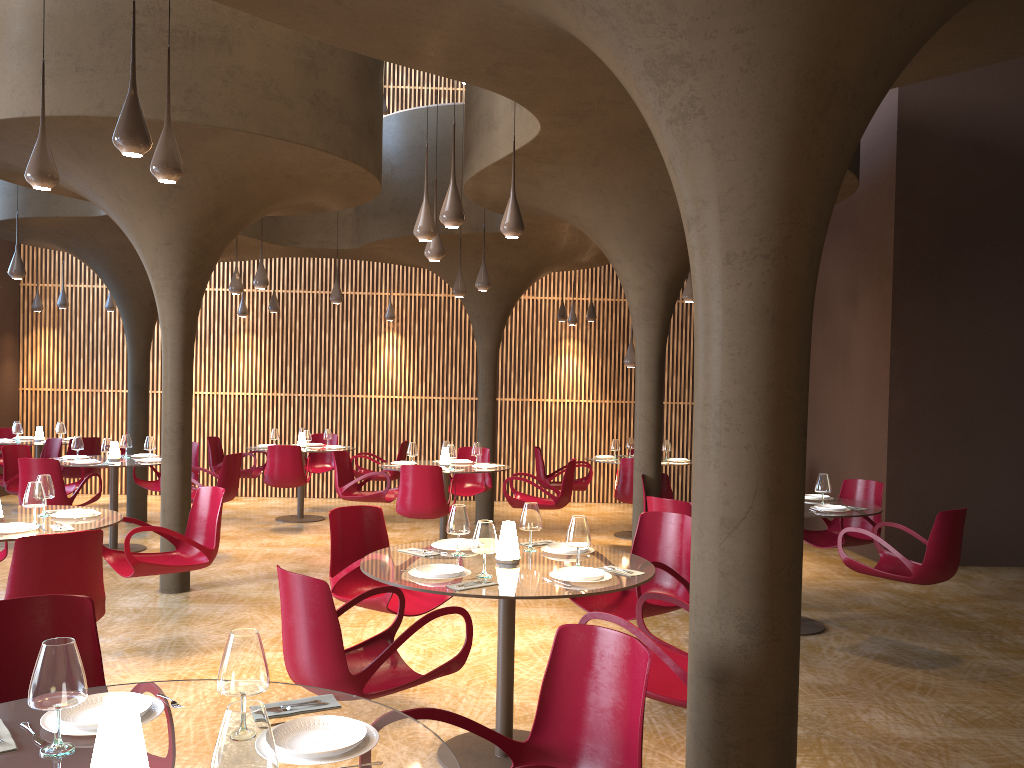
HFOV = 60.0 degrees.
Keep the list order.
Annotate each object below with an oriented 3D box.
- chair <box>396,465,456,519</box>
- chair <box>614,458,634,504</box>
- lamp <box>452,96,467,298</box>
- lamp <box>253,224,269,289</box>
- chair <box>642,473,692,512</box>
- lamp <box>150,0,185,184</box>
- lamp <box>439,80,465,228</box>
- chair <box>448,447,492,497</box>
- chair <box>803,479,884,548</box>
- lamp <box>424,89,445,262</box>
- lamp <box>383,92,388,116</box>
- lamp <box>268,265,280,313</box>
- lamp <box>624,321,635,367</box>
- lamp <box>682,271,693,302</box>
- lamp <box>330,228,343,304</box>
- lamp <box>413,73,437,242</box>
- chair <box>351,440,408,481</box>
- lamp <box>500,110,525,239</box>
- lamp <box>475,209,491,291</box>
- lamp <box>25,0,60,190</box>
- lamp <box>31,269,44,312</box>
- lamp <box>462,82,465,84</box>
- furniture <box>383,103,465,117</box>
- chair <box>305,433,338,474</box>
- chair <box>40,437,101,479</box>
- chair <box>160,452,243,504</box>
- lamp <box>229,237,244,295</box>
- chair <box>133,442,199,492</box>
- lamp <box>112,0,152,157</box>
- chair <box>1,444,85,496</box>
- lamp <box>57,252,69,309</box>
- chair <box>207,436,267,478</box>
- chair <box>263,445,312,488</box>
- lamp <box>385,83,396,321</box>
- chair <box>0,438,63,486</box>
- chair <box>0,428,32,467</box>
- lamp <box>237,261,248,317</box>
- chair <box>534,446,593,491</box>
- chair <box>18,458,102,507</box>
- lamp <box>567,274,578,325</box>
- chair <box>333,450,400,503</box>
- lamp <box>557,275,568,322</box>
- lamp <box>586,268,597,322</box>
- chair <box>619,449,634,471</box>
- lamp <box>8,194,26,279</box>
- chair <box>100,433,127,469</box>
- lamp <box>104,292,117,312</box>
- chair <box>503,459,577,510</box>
[{"bbox_3d":[-0.985,1.204,10.089,0.625,0.636,0.872,1,0,3],"label":"chair"},{"bbox_3d":[1.678,1.271,11.789,0.625,0.636,0.872,1,0,8],"label":"chair"},{"bbox_3d":[-0.627,-4.292,11.696,0.196,6.280,0.196,2,1,33],"label":"lamp"},{"bbox_3d":[-3.119,-4.349,11.192,0.196,6.280,0.196,2,1,33],"label":"lamp"},{"bbox_3d":[1.738,1.258,9.036,0.625,0.636,0.872,1,0,-45],"label":"chair"},{"bbox_3d":[-2.008,-4.357,5.273,0.196,6.280,0.196,1,1,3],"label":"lamp"},{"bbox_3d":[-0.379,-4.314,6.580,0.196,6.280,0.196,1,1,-17],"label":"lamp"},{"bbox_3d":[-0.602,1.225,12.412,0.625,0.636,0.872,1,0,8],"label":"chair"},{"bbox_3d":[3.281,1.290,8.829,0.873,0.636,0.624,1,0,-35],"label":"chair"},{"bbox_3d":[-0.670,-4.311,8.368,0.196,6.280,0.196,2,1,33],"label":"lamp"},{"bbox_3d":[-2.143,-5.968,14.820,0.196,2.963,0.196,1,1,-17],"label":"lamp"},{"bbox_3d":[-3.968,-4.347,14.964,0.196,6.280,0.196,2,1,13],"label":"lamp"},{"bbox_3d":[1.677,-3.367,11.936,0.196,6.280,0.196,2,2,43],"label":"lamp"},{"bbox_3d":[2.420,-4.225,11.687,0.196,6.280,0.196,2,2,43],"label":"lamp"},{"bbox_3d":[-2.528,-4.326,13.041,0.196,6.280,0.196,2,1,13],"label":"lamp"},{"bbox_3d":[-0.646,-4.316,7.228,0.196,6.280,0.196,2,1,23],"label":"lamp"},{"bbox_3d":[-2.071,1.201,13.917,0.872,0.636,0.625,1,0,-2],"label":"chair"},{"bbox_3d":[0.069,-4.302,6.973,0.196,6.280,0.196,1,1,-17],"label":"lamp"},{"bbox_3d":[-0.289,-4.289,10.860,0.196,6.280,0.196,2,1,33],"label":"lamp"},{"bbox_3d":[-2.906,-4.375,5.546,0.196,6.280,0.196,1,1,3],"label":"lamp"},{"bbox_3d":[-8.487,-4.441,15.918,0.196,6.280,0.196,2,1,23],"label":"lamp"},{"bbox_3d":[-0.784,-6.303,15.289,0.196,2.225,0.196,1,1,-27],"label":"lamp"},{"bbox_3d":[-1.270,-3.239,12.585,2.530,1.048,0.900,1,0,39],"label":"furniture"},{"bbox_3d":[-3.260,1.181,15.115,0.625,0.636,0.872,1,0,-2],"label":"chair"},{"bbox_3d":[-6.597,1.098,13.349,0.872,0.636,0.625,1,0,38],"label":"chair"},{"bbox_3d":[-3.744,1.147,10.841,0.872,0.636,0.625,1,0,8],"label":"chair"},{"bbox_3d":[-3.680,-4.357,11.975,0.196,6.280,0.196,2,1,33],"label":"lamp"},{"bbox_3d":[-4.707,1.134,12.227,0.625,0.636,0.872,1,0,8],"label":"chair"},{"bbox_3d":[-1.955,-4.359,4.657,0.196,6.280,0.196,2,1,33],"label":"lamp"},{"bbox_3d":[-5.973,1.100,11.185,0.872,0.636,0.625,1,0,13],"label":"chair"},{"bbox_3d":[-7.604,-4.426,15.077,0.196,6.280,0.196,2,1,23],"label":"lamp"},{"bbox_3d":[-4.326,1.151,13.868,0.872,0.636,0.625,1,0,3],"label":"chair"},{"bbox_3d":[-3.234,1.169,12.760,0.625,0.636,0.872,1,0,-7],"label":"chair"},{"bbox_3d":[-2.172,-4.301,16.235,0.196,6.280,0.196,2,1,13],"label":"lamp"},{"bbox_3d":[-6.755,1.090,12.375,0.625,0.636,0.872,2,0,38],"label":"chair"},{"bbox_3d":[-8.355,1.068,14.761,0.872,0.636,0.625,1,0,43],"label":"chair"},{"bbox_3d":[-4.832,-4.360,16.061,0.196,6.280,0.196,2,1,23],"label":"lamp"},{"bbox_3d":[0.754,1.259,13.143,0.872,0.636,0.625,1,0,3],"label":"chair"},{"bbox_3d":[-5.090,1.113,9.904,0.625,0.636,0.872,1,0,3],"label":"chair"},{"bbox_3d":[1.186,-4.226,16.320,0.196,6.280,0.196,2,1,23],"label":"lamp"},{"bbox_3d":[-1.868,1.191,11.370,0.872,0.636,0.625,1,0,13],"label":"chair"},{"bbox_3d":[0.948,-4.236,15.487,0.196,6.280,0.196,2,1,13],"label":"lamp"},{"bbox_3d":[1.442,-4.226,15.327,0.196,6.280,0.196,2,1,13],"label":"lamp"},{"bbox_3d":[2.043,1.292,14.015,0.625,0.636,0.872,1,0,13],"label":"chair"},{"bbox_3d":[-5.934,-4.414,10.682,0.196,6.280,0.196,2,2,43],"label":"lamp"},{"bbox_3d":[-6.737,1.105,15.031,0.625,0.636,0.872,2,0,38],"label":"chair"},{"bbox_3d":[-6.969,-4.410,15.471,0.196,6.280,0.195,1,1,-17],"label":"lamp"},{"bbox_3d":[0.361,1.238,11.026,0.872,0.636,0.625,1,0,8],"label":"chair"}]
